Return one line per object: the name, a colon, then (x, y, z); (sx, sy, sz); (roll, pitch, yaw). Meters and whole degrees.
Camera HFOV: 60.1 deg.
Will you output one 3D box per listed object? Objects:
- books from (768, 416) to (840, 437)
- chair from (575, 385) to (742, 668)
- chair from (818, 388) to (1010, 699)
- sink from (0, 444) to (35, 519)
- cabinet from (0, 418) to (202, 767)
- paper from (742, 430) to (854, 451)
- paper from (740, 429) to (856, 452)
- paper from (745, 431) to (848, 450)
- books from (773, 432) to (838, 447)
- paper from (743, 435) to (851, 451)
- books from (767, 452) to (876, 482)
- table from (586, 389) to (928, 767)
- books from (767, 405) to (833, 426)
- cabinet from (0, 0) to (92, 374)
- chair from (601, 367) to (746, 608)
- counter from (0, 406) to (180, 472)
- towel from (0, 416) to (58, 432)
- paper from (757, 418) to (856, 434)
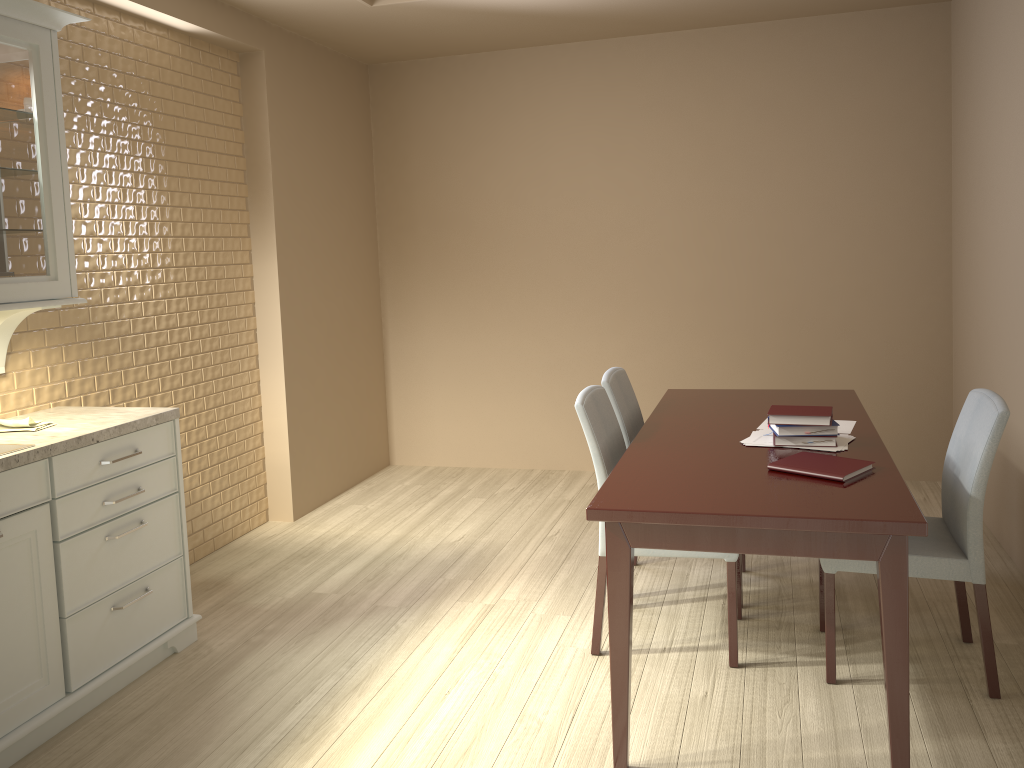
books: (0.887, 0.126, 2.699); (0.182, 0.032, 0.166); (-1, 9, 6)
chair: (0.496, 0.426, 2.918); (0.505, 0.823, 0.402); (-1, 5, 16)
chair: (1.185, 0.435, 2.666); (0.505, 0.823, 0.402); (-1, 5, 16)
sink: (-1.563, 0.411, 2.290); (0.380, 0.412, 0.488); (-1, 7, 16)
cabinet: (-1.706, 0.667, 2.081); (0.637, 0.788, 2.238); (-1, 8, 16)
paper: (0.880, 0.171, 2.724); (0.290, 0.001, 0.212); (3, 10, 31)
paper: (0.880, 0.172, 2.724); (0.290, 0.001, 0.211); (4, 11, 36)
paper: (0.880, 0.172, 2.724); (0.290, 0.001, 0.212); (1, 9, 21)
books: (0.893, 0.157, 2.701); (0.182, 0.032, 0.166); (0, 9, 16)
paper: (0.880, 0.173, 2.724); (0.290, 0.001, 0.212); (2, 10, 26)
books: (0.833, 0.221, 2.380); (0.195, 0.017, 0.215); (-10, 12, -43)
table: (0.797, 0.497, 2.878); (0.751, 0.675, 1.773); (0, 8, 16)
books: (0.880, 0.094, 2.698); (0.183, 0.032, 0.166); (1, 9, 21)
cabinet: (-1.768, -0.448, 1.970); (0.411, 1.105, 1.944); (-1, 8, 16)
chair: (0.624, 0.355, 3.354); (0.505, 0.823, 0.402); (-1, 5, 16)
counter: (-1.686, 0.269, 2.029); (0.522, 0.035, 2.216); (0, 9, 16)
towel: (-1.510, 0.118, 2.747); (0.171, 0.050, 0.165); (-2, 8, 2)
paper: (0.982, 0.137, 2.946); (0.290, 0.001, 0.212); (2, 10, 26)
